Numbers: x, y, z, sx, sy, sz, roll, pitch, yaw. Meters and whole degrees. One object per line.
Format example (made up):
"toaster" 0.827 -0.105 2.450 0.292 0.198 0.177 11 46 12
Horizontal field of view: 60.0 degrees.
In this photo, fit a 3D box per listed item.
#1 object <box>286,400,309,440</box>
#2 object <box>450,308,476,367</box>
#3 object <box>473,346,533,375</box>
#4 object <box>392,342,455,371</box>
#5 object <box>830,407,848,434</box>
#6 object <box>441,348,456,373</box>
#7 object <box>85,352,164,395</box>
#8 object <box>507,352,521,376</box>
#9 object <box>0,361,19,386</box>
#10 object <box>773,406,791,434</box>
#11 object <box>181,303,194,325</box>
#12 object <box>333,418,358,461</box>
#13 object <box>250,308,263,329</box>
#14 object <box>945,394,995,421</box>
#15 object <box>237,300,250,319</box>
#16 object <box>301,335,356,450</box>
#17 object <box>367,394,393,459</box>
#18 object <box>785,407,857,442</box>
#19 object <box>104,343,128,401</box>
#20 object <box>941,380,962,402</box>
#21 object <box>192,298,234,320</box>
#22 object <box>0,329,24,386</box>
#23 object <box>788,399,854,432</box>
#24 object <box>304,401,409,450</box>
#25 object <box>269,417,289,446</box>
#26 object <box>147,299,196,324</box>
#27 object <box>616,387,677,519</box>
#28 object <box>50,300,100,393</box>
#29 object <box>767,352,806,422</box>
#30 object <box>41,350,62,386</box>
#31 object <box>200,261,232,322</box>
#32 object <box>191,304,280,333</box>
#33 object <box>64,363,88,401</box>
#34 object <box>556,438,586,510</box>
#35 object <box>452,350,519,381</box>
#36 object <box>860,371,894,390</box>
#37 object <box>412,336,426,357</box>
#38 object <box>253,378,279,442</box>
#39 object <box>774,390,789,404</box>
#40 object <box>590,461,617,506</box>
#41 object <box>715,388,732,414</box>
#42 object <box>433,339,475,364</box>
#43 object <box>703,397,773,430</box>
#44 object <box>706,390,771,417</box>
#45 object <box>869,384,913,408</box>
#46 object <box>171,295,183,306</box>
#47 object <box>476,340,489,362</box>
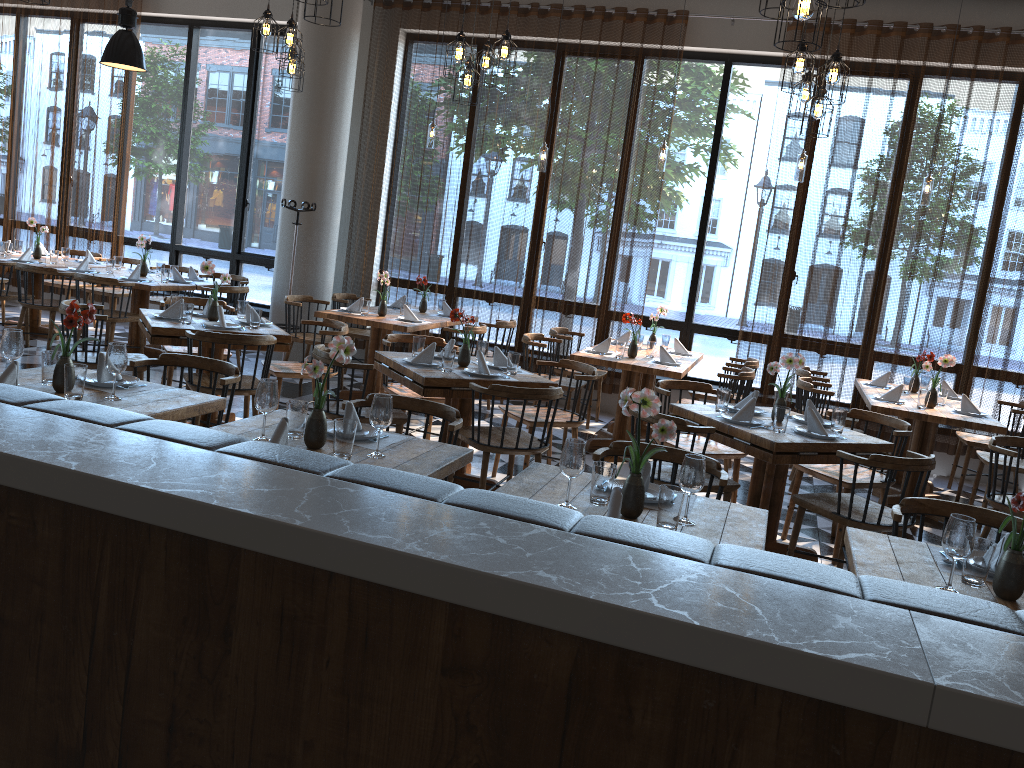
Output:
"object" -0.775 0.129 3.179 0.080 0.131 0.080 11 8 21
"object" -0.312 -0.285 5.377 0.171 0.353 0.157 5 8 -18
"object" -0.054 -0.165 5.522 0.272 0.136 0.354 3 10 -28
"object" -0.524 -0.184 5.263 0.272 0.136 0.354 3 10 -28
"object" 1.762 0.200 4.784 0.080 0.131 0.080 12 9 31
"object" -0.368 -0.134 5.102 0.080 0.131 0.080 11 8 21
"object" -1.656 -0.069 3.656 0.352 0.136 0.273 10 9 17
"object" 0.006 -0.120 5.316 0.080 0.131 0.080 11 8 21
"object" -1.822 -0.009 3.159 0.352 0.136 0.273 10 9 17
"object" 1.388 0.185 4.571 0.080 0.131 0.080 12 9 31
"object" -2.061 -0.443 5.615 0.080 0.131 0.080 5 8 -18
"object" -0.566 0.188 2.984 0.080 0.131 0.080 10 8 16
"object" -1.687 -0.429 5.829 0.080 0.131 0.080 5 8 -18
"object" 3.262 0.148 6.288 0.272 0.136 0.353 10 9 16
"object" -1.887 -0.517 6.208 0.080 0.131 0.080 6 8 -8
"object" -0.641 0.031 3.056 0.146 0.398 0.207 10 8 19
"object" -0.458 0.146 3.073 0.081 0.214 0.082 5 8 -20
"object" 1.597 0.201 4.630 0.351 0.136 0.273 3 10 -28
"object" -1.520 -0.048 3.395 0.081 0.214 0.081 11 8 25
"object" 3.529 0.044 7.133 0.272 0.136 0.353 10 9 16
"object" -2.107 -0.538 6.140 0.351 0.136 0.273 3 10 -28
"object" -1.922 -0.102 3.403 0.081 0.214 0.082 6 7 -14
"object" 1.708 0.156 4.992 0.272 0.136 0.354 3 10 -28
"object" -0.595 0.124 3.335 0.352 0.136 0.273 10 9 17
"object" -0.761 0.184 2.838 0.352 0.136 0.273 10 9 17
"object" -2.218 -0.493 5.779 0.272 0.136 0.354 3 10 -28
"object" 0.405 0.216 2.768 0.207 0.398 0.146 11 8 24
"object" -1.687 -0.146 3.424 0.156 0.353 0.171 10 8 19
"object" 1.474 0.018 4.831 0.207 0.398 0.146 12 8 28
"object" -1.816 -0.061 3.494 0.080 0.131 0.080 8 8 2
"object" -1.989 -0.618 5.911 0.147 0.398 0.207 13 9 36
"object" -1.830 -0.456 5.866 0.577 0.136 0.586 3 10 -28
"object" -1.631 -0.006 3.307 0.080 0.131 0.080 10 8 16
"object" 0.184 0.282 2.765 0.081 0.214 0.082 1 10 -42
"object" -0.165 -0.120 5.161 0.351 0.136 0.273 3 10 -28
"object" 3.024 -0.047 7.280 0.272 0.136 0.353 10 9 16
"object" -0.580 -0.225 5.482 0.080 0.131 0.080 12 9 31
"object" -0.857 0.092 3.080 0.081 0.214 0.082 5 8 -20
"object" 1.562 0.111 5.164 0.080 0.131 0.080 12 9 31
"object" 0.290 0.323 2.856 0.080 0.131 0.080 8 8 2
"object" 1.176 0.095 4.950 0.080 0.131 0.080 12 9 31
"object" -0.413 -0.229 5.624 0.351 0.136 0.273 3 10 -28
"object" 1.238 0.136 4.732 0.272 0.136 0.354 3 10 -28
"object" 1.349 0.092 5.094 0.351 0.136 0.273 3 10 -28
"object" 2.756 0.057 6.435 0.272 0.136 0.353 10 9 16
"object" -2.273 -0.533 5.994 0.080 0.131 0.080 6 8 -8
"object" -0.194 -0.209 5.696 0.080 0.131 0.080 11 8 21
